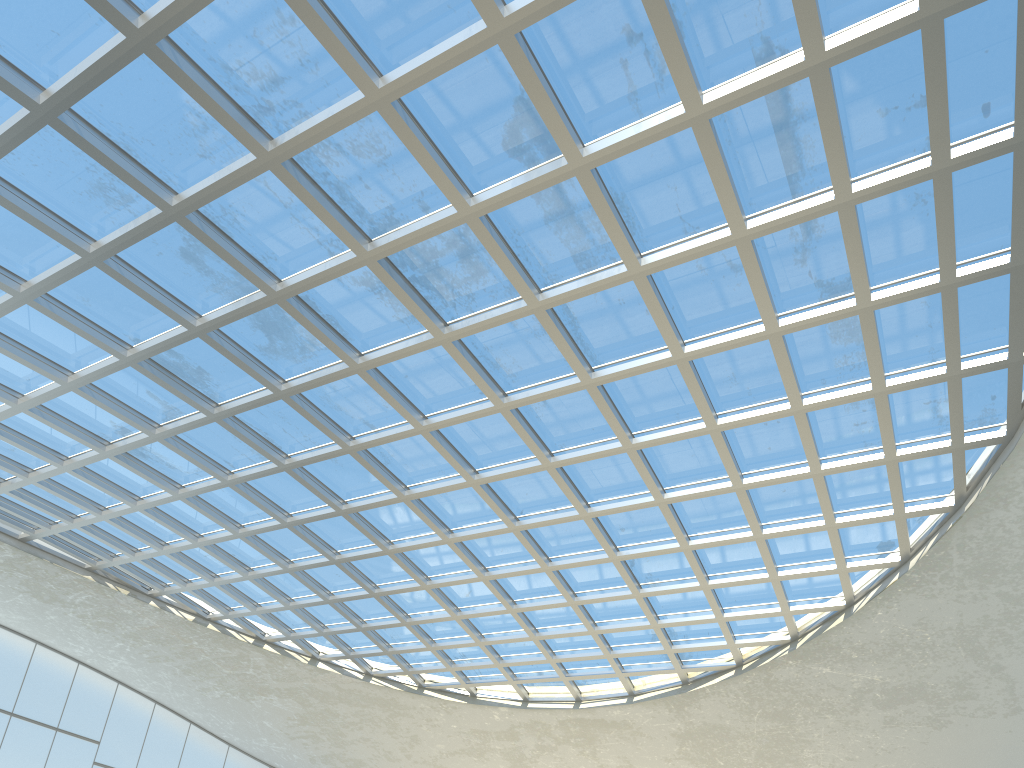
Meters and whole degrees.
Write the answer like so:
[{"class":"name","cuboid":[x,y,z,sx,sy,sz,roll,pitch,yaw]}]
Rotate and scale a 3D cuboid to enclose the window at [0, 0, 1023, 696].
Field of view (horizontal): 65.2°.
[{"class":"window","cuboid":[-12.458,5.859,47.329,79.255,9.609,91.176,-13,-42,27]}]
